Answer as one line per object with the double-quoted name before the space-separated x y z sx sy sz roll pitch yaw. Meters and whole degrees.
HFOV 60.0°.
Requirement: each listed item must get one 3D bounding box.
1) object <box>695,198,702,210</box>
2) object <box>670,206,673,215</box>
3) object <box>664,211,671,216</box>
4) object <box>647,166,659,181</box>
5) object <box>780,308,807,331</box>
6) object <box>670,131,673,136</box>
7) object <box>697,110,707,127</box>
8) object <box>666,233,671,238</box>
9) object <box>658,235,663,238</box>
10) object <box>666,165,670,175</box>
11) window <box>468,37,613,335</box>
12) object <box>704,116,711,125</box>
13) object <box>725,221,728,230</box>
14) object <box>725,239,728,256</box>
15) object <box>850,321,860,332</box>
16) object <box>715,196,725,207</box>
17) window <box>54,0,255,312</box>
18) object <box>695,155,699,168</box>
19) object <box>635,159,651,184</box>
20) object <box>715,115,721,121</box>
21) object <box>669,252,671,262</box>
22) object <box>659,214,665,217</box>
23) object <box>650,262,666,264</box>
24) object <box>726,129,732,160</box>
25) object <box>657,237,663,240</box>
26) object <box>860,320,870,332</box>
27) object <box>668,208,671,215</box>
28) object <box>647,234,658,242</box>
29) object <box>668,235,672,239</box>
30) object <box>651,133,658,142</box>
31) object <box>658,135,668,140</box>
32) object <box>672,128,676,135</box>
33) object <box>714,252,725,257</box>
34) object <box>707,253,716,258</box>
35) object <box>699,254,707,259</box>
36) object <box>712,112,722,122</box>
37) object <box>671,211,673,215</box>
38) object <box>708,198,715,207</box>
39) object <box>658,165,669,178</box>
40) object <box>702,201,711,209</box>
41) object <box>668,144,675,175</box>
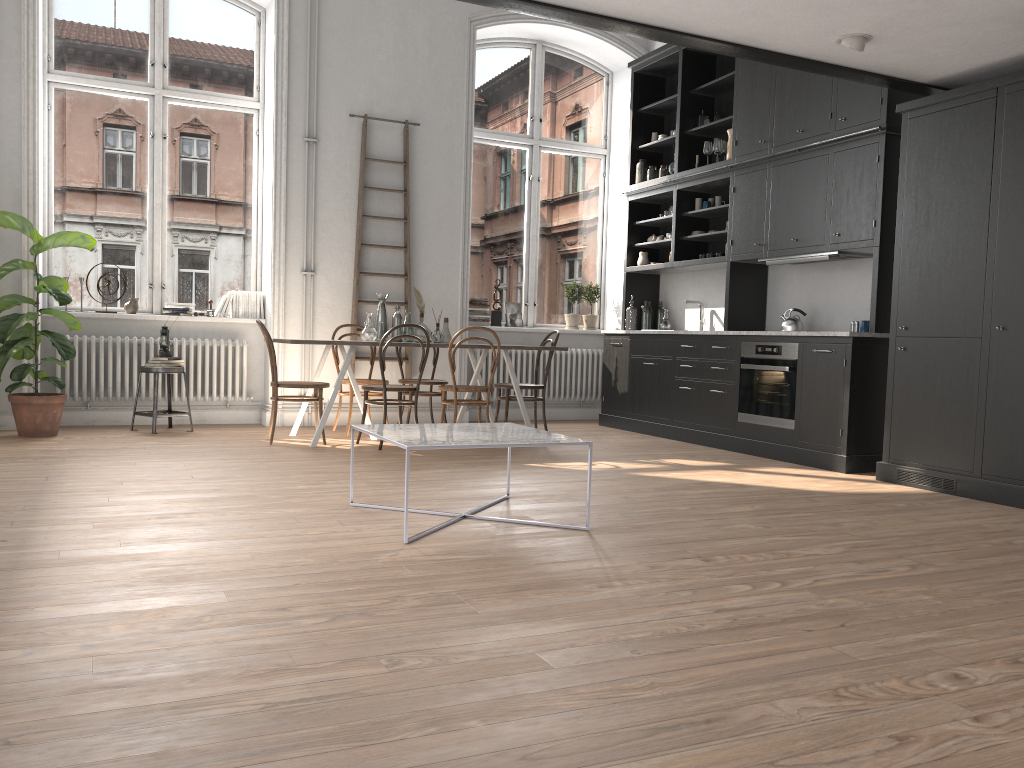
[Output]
"object" 1.700 -1.616 8.059 0.059 0.135 0.082 4 4 33
"object" 1.522 -1.623 8.372 0.060 0.107 0.060 2 3 3
"object" 1.479 -1.608 8.433 0.064 0.069 0.064 3 3 23
"object" 1.360 -2.020 8.560 0.114 0.155 0.114 1 3 -22
"object" 2.196 -0.502 6.940 0.171 0.186 0.171 1 3 -14
"object" 1.565 -2.381 8.587 0.059 0.135 0.082 2 3 -2
"object" 1.723 -2.380 8.016 0.084 0.199 0.065 2 3 -3
"object" 1.492 -1.409 8.451 0.039 0.055 0.049 2 3 -5
"object" 1.437 -1.420 8.588 0.055 0.047 0.058 1 3 -10
"object" 1.521 -2.027 8.621 0.092 0.185 0.092 4 4 30
"window" 4.789 -6.520 14.415 14.385 15.943 26.385 0 3 -25
"object" 1.749 -2.336 7.934 0.053 0.125 0.041 4 4 32
"object" 1.858 -1.351 7.610 0.058 0.094 0.058 3 3 14
"object" 1.877 -1.168 7.534 0.124 0.192 0.129 2 3 3
"object" 2.519 -0.427 6.510 0.040 0.116 0.080 1 3 -20
"object" 1.851 -1.605 7.917 0.059 0.135 0.082 -1 4 -42
"window" -3.091 -2.071 7.745 1.622 2.844 0.013 0 4 -25
"object" 1.667 -1.984 7.982 0.123 0.161 0.123 1 3 -16
"object" 1.283 -2.069 8.678 0.118 0.238 0.118 -1 4 -40
"object" 1.835 -2.331 7.904 0.044 0.121 0.058 2 3 2
"object" 1.498 -1.182 8.259 0.069 0.123 0.173 2 3 7
"object" 1.449 -1.602 8.512 0.071 0.047 0.071 2 3 13
"object" 1.425 -1.158 8.619 0.180 0.037 0.180 -1 4 -40
"object" 1.850 -2.004 7.460 0.094 0.267 0.116 3 3 17
"object" 1.436 -1.400 8.589 0.055 0.033 0.058 4 4 40
"object" 2.547 -0.410 6.398 0.140 0.094 0.082 0 4 -35
"object" 1.530 -1.630 8.513 0.060 0.107 0.060 4 4 32
"object" 1.396 -1.424 8.743 0.140 0.100 0.125 -1 4 -44
"object" 1.500 -1.381 8.384 0.049 0.054 0.039 2 3 0
"object" 1.401 -2.393 8.711 0.059 0.135 0.082 2 3 3
"object" 1.468 -2.367 8.625 0.096 0.095 0.096 2 3 9
"object" 1.574 -2.410 8.314 0.132 0.219 0.132 4 4 39
"object" 1.800 -1.109 7.643 0.104 0.059 0.088 1 3 -17
"object" 1.739 -1.115 7.725 0.104 0.059 0.088 5 4 43
"object" 1.698 -1.122 7.830 0.088 0.059 0.104 0 4 -36
"object" 1.849 -2.364 8.009 0.065 0.177 0.084 2 3 -3
"object" 1.523 -1.590 8.304 0.071 0.047 0.071 2 3 13
"object" 1.798 -1.613 8.046 0.082 0.135 0.059 2 3 3
"object" 1.452 -2.010 8.491 0.096 0.150 0.096 -1 4 -37
"object" 1.744 -1.588 7.953 0.082 0.094 0.140 4 4 30
"object" 1.514 -2.096 8.165 0.134 0.358 0.134 3 4 20
